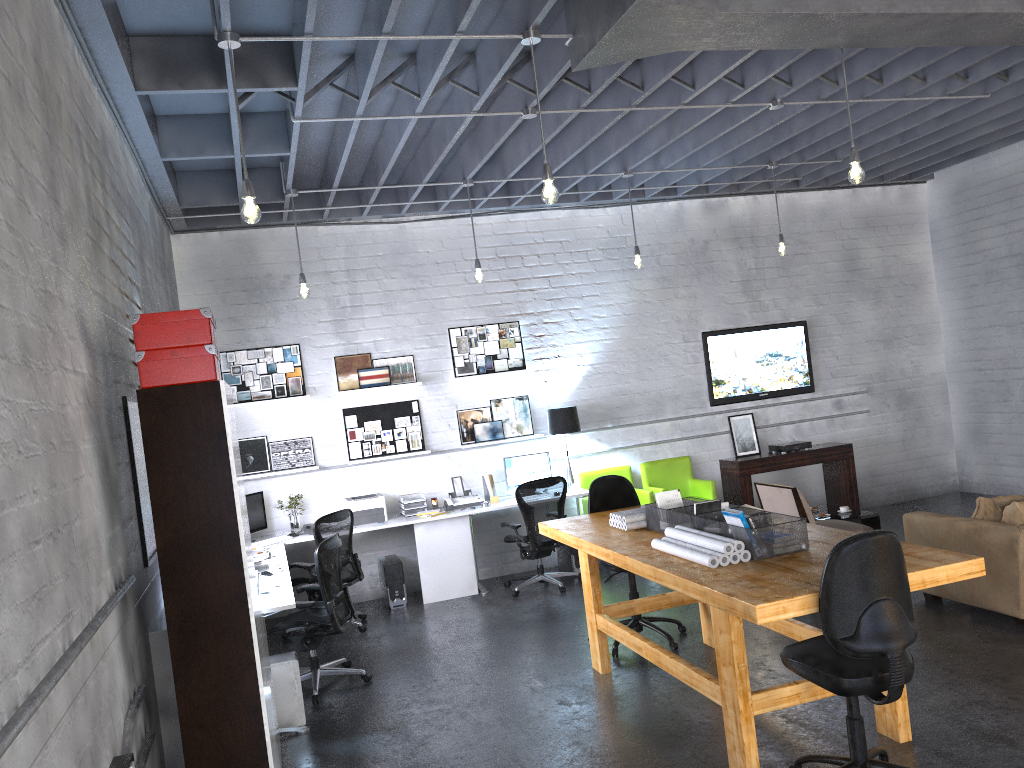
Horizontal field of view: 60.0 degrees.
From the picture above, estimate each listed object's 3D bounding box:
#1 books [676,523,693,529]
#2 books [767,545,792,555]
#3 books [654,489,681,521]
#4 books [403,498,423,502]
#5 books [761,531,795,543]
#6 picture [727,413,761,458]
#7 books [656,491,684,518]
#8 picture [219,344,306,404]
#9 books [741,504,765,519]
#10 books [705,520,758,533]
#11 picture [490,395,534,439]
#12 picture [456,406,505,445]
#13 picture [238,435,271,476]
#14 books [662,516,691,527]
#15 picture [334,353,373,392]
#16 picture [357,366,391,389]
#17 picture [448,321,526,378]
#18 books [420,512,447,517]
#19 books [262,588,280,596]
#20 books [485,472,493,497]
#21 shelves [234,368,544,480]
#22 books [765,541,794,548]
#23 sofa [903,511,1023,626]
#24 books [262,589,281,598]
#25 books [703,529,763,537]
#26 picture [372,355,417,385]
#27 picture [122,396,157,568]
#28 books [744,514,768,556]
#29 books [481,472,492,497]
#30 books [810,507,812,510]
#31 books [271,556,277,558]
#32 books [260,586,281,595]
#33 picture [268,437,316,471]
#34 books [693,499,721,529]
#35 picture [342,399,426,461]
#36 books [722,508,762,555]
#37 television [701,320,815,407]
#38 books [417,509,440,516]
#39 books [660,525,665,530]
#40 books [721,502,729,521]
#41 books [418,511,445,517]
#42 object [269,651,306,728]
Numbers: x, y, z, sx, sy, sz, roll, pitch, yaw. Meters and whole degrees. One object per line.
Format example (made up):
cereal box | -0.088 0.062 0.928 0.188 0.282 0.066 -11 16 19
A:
books | 1.076 0.804 5.046 0.248 0.021 0.177 -7 0 -16
books | 1.312 0.811 4.435 0.155 0.029 0.226 -7 0 -16
books | 0.970 0.762 5.438 0.171 0.210 0.046 -7 1 -16
books | -0.964 1.115 8.550 0.133 0.008 0.203 -7 0 -33
books | 1.307 0.765 4.430 0.127 0.022 0.181 -7 0 -21
picture | 2.537 0.558 9.683 0.308 0.457 0.092 -7 1 -16
books | 0.977 0.768 5.407 0.158 0.200 0.082 -7 1 -16
picture | -2.345 -0.093 8.330 0.749 0.503 0.058 -7 1 -16
books | 1.357 0.790 5.338 0.244 0.067 0.298 -7 0 -6
books | 1.163 0.755 4.714 0.232 0.027 0.185 -7 0 -44
picture | 0.000 0.339 8.995 0.409 0.408 0.047 -7 1 -16
picture | -0.315 0.410 8.895 0.451 0.345 0.054 -7 1 -16
picture | -2.455 0.675 8.293 0.355 0.343 0.042 -7 1 -16
books | 1.020 0.814 5.262 0.233 0.022 0.184 -7 0 -18
picture | -1.521 -0.113 8.573 0.355 0.343 0.042 -7 1 -16
picture | -1.336 -0.062 8.606 0.310 0.196 0.029 -7 1 -16
picture | -0.247 -0.351 8.932 0.749 0.503 0.058 -7 1 -16
books | -0.737 1.219 8.284 0.148 0.014 0.211 -7 0 38
books | -1.584 1.311 5.563 0.209 0.012 0.158 -7 0 7
books | -0.234 1.013 8.730 0.043 0.296 0.210 -7 1 -16
shelves | -1.188 0.368 8.577 3.022 0.694 0.199 -7 1 -16
books | 1.312 0.786 4.437 0.141 0.021 0.203 -7 0 -15
sofa | 4.116 1.100 6.308 2.329 0.629 1.105 -7 0 -16
books | -1.579 1.322 5.562 0.213 0.012 0.158 -7 0 9
books | 1.174 0.779 4.721 0.250 0.022 0.205 -7 0 -11
picture | -1.150 -0.126 8.676 0.409 0.277 0.036 -7 1 -16
picture | -1.781 0.452 4.288 0.020 0.780 0.607 -7 1 -16
books | 1.170 0.738 4.370 0.097 0.209 0.158 -7 1 -16
books | -0.241 1.015 8.724 0.036 0.296 0.210 -7 1 -16
books | 2.805 1.234 8.713 0.223 0.026 0.161 -7 0 44
books | -1.905 1.361 6.957 0.112 0.001 0.066 -7 0 -29
books | -1.583 1.300 5.568 0.212 0.010 0.170 -7 0 10
picture | -2.083 0.662 8.396 0.409 0.277 0.036 -7 1 -16
books | 1.077 0.748 4.876 0.157 0.214 0.063 -7 1 -16
picture | -1.244 0.445 8.633 0.749 0.503 0.058 -7 1 -16
books | 1.133 0.730 4.375 0.108 0.234 0.166 -7 1 -16
television | 2.723 -0.233 9.766 1.323 0.816 0.021 -7 1 -16
books | -0.777 1.196 8.257 0.211 0.014 0.148 -7 0 -1
books | 1.029 0.839 5.271 0.249 0.031 0.184 -7 0 -14
books | 1.136 0.755 4.924 0.143 0.188 0.061 -7 1 -16
books | -0.751 1.207 8.267 0.211 0.014 0.148 -7 0 -41
object | -1.528 1.906 5.420 0.478 0.411 0.200 -7 1 -16
